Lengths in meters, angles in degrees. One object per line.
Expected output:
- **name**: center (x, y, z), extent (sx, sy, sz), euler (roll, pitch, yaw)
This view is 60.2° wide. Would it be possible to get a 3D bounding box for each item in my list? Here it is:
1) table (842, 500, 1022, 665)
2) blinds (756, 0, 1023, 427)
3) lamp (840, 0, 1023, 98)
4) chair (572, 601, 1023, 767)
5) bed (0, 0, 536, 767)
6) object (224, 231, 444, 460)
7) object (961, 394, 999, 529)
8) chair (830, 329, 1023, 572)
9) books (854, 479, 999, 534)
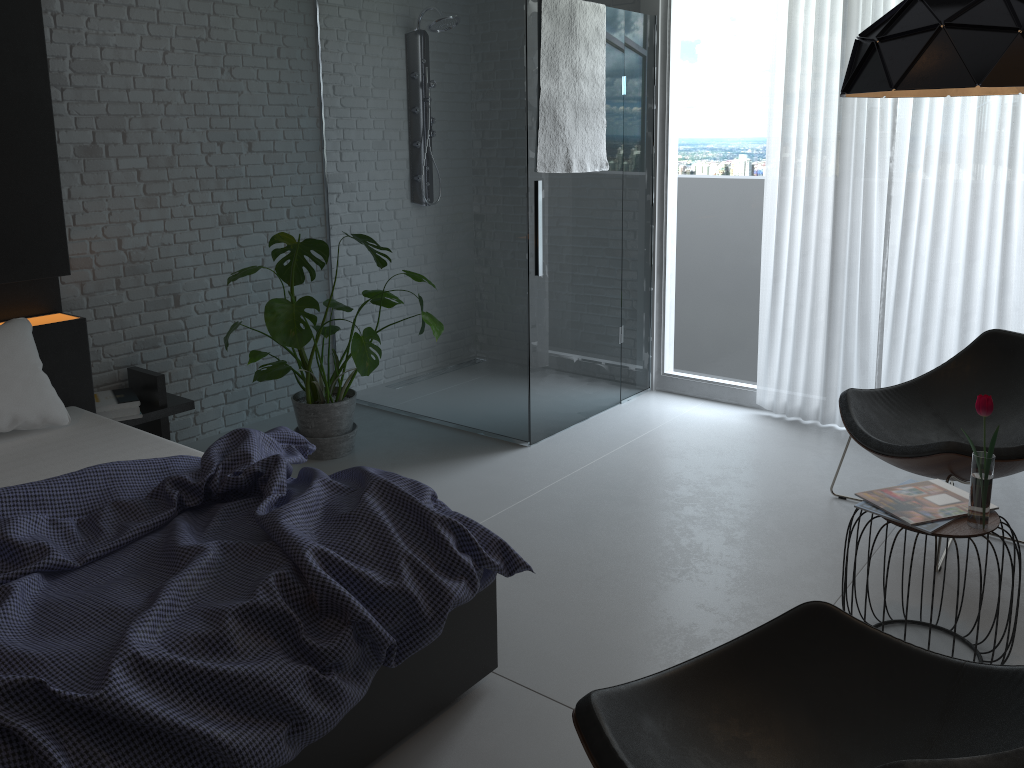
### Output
- **table**: center (1.179, 0.560, 2.504), extent (0.451, 0.428, 0.459), euler (3, 14, 15)
- **blinds**: center (2.016, -1.013, 3.919), extent (1.865, 2.653, 0.138), euler (9, 15, 38)
- **lamp**: center (1.141, -1.179, 2.169), extent (0.611, 0.888, 0.590), euler (-9, 15, -33)
- **chair**: center (0.565, 0.705, 1.554), extent (0.793, 0.680, 0.825), euler (-9, 16, -30)
- **bed**: center (-1.448, -0.165, 2.298), extent (2.625, 2.009, 2.588), euler (10, 18, 37)
- **object**: center (-0.802, -0.183, 4.130), extent (0.995, 1.031, 0.862), euler (-9, 16, -33)
- **object**: center (1.231, 0.206, 2.329), extent (0.077, 0.350, 0.067), euler (-5, 12, -19)
- **chair**: center (1.692, 0.199, 3.299), extent (0.814, 0.680, 0.804), euler (-3, 14, -9)
- **books**: center (-2.595, 0.247, 3.642), extent (8.246, 0.366, 0.412), euler (4, 14, 17)
